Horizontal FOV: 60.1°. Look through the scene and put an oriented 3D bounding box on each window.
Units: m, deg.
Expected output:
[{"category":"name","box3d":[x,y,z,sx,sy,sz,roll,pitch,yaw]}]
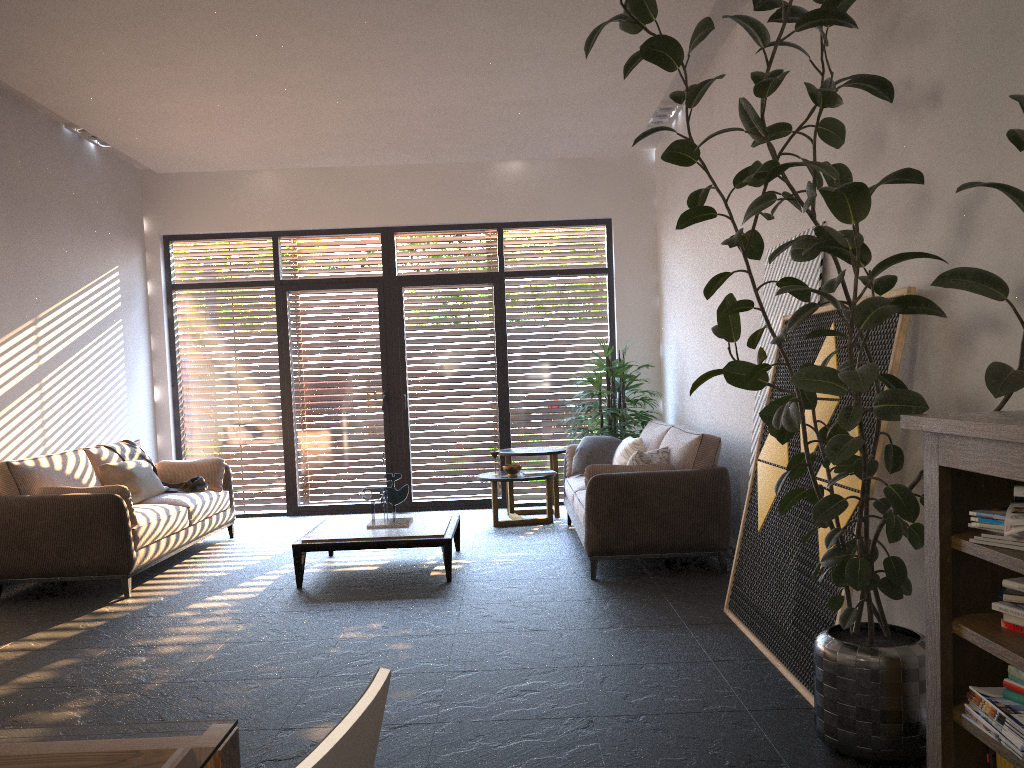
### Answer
[{"category":"window","box3d":[-1.213,-0.171,9.232,4.941,3.038,0.458,-2,3,0]}]

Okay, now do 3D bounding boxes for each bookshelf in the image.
[{"category":"bookshelf","box3d":[1.347,0.668,1.573,0.451,1.175,1.915,-2,1,0]}]

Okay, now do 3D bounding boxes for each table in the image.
[{"category":"table","box3d":[-0.976,0.988,0.728,0.997,0.716,1.796,-2,1,0]},{"category":"table","box3d":[-0.918,1.167,6.367,1.049,0.308,1.113,-2,0,0]}]

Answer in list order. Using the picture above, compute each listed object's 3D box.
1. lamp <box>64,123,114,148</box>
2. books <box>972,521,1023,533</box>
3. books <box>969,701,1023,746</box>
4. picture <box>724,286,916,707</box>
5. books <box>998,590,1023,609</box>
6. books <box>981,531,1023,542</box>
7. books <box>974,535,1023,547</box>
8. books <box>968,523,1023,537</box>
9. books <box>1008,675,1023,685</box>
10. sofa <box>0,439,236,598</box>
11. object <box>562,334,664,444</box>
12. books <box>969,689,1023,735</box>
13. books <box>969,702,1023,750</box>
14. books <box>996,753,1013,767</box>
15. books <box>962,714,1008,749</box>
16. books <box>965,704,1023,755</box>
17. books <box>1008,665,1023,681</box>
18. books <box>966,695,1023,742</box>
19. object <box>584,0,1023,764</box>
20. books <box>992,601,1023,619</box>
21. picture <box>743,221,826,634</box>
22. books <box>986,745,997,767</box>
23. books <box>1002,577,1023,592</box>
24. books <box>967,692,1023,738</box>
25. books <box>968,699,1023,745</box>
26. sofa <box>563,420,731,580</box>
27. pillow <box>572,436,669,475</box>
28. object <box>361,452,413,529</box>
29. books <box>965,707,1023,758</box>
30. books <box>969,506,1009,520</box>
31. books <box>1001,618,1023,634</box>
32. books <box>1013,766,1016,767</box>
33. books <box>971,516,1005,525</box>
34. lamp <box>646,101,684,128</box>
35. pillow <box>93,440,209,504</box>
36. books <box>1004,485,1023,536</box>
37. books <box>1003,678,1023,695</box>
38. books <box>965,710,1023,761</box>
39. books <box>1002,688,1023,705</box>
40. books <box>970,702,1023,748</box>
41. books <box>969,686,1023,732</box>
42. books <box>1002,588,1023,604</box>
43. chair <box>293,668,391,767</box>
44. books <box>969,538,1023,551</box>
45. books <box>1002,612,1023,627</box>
[{"category":"lamp","box3d":[-3.538,-2.137,7.565,0.253,0.066,0.644,-2,0,0]},{"category":"books","box3d":[1.370,0.354,2.199,0.252,0.011,0.318,-2,0,-29]},{"category":"books","box3d":[1.312,0.837,2.193,0.218,0.006,0.304,-2,0,4]},{"category":"picture","box3d":[1.327,0.445,4.063,0.386,1.609,1.494,-2,2,0]},{"category":"books","box3d":[1.379,0.560,2.250,0.162,0.023,0.231,-2,0,0]},{"category":"books","box3d":[1.378,0.375,2.173,0.252,0.011,0.318,-2,0,-34]},{"category":"books","box3d":[1.370,0.386,2.189,0.252,0.011,0.318,-2,0,-31]},{"category":"books","box3d":[1.368,0.365,2.215,0.252,0.011,0.318,-2,0,-19]},{"category":"books","box3d":[1.392,0.744,2.167,0.192,0.014,0.255,-2,0,-12]},{"category":"sofa","box3d":[-2.960,0.939,6.803,0.993,0.922,2.316,-2,1,0]},{"category":"object","box3d":[0.959,0.379,8.415,0.976,1.728,0.913,-4,3,-35]},{"category":"books","box3d":[1.312,0.811,2.192,0.218,0.008,0.304,-2,0,4]},{"category":"books","box3d":[1.311,0.849,2.202,0.218,0.008,0.288,-2,0,6]},{"category":"books","box3d":[1.403,1.042,2.369,0.171,0.235,0.100,-2,3,0]},{"category":"books","box3d":[1.307,0.877,2.203,0.218,0.008,0.304,-2,0,-1]},{"category":"books","box3d":[1.305,0.854,2.204,0.219,0.013,0.304,-2,0,4]},{"category":"books","box3d":[1.392,0.723,2.167,0.193,0.028,0.245,-2,0,-20]},{"category":"books","box3d":[1.306,0.825,2.193,0.218,0.008,0.304,-2,0,3]},{"category":"object","box3d":[1.043,-0.338,2.946,0.906,3.209,2.009,-3,3,-23]},{"category":"books","box3d":[1.383,0.582,2.243,0.174,0.019,0.243,-2,0,-15]},{"category":"picture","box3d":[1.448,0.226,4.810,0.207,2.025,0.955,-2,3,0]},{"category":"books","box3d":[1.402,1.037,2.437,0.171,0.242,0.084,-2,3,0]},{"category":"books","box3d":[1.381,0.517,2.234,0.155,0.020,0.205,-2,0,-15]},{"category":"books","box3d":[1.308,0.818,2.193,0.218,0.008,0.304,-2,0,3]},{"category":"books","box3d":[1.308,0.832,2.196,0.218,0.008,0.288,-2,0,4]},{"category":"sofa","box3d":[0.949,0.788,6.818,0.993,0.922,2.316,-2,1,0]},{"category":"pillow","box3d":[0.814,0.607,6.844,0.618,0.344,1.889,-2,0,0]},{"category":"object","box3d":[-1.798,-1.179,2.056,0.366,4.485,8.885,-2,1,11]},{"category":"books","box3d":[1.307,0.862,2.203,0.218,0.008,0.304,-2,0,4]},{"category":"books","box3d":[1.377,0.332,2.224,0.252,0.011,0.318,-2,0,-24]},{"category":"books","box3d":[1.391,0.624,2.240,0.158,0.021,0.224,-2,0,-15]},{"category":"books","box3d":[1.403,1.041,2.287,0.171,0.236,0.107,-2,3,0]},{"category":"books","box3d":[1.376,0.343,2.216,0.252,0.011,0.318,-2,0,-29]},{"category":"lamp","box3d":[1.285,-2.322,7.583,0.253,0.066,0.644,-2,0,0]},{"category":"pillow","box3d":[-3.148,0.823,7.291,0.955,0.710,1.015,-2,1,24]},{"category":"books","box3d":[1.385,0.319,2.143,0.322,0.109,0.272,-2,1,35]},{"category":"books","box3d":[1.376,0.764,2.174,0.175,0.023,0.249,-2,0,-15]},{"category":"books","box3d":[1.307,0.870,2.205,0.218,0.007,0.304,-2,0,4]},{"category":"books","box3d":[1.376,0.787,2.175,0.175,0.023,0.249,-2,0,-20]},{"category":"books","box3d":[1.312,0.843,2.202,0.218,0.008,0.288,-2,0,6]},{"category":"books","box3d":[1.310,0.802,2.190,0.219,0.013,0.304,-2,0,4]},{"category":"books","box3d":[1.378,0.538,2.241,0.221,0.023,0.147,-2,0,41]},{"category":"chair","box3d":[-0.466,0.865,1.108,0.602,0.922,0.473,-2,3,9]},{"category":"books","box3d":[1.364,0.397,2.198,0.252,0.011,0.318,-2,0,-27]},{"category":"books","box3d":[1.384,0.602,2.239,0.155,0.022,0.205,-2,0,-20]}]
